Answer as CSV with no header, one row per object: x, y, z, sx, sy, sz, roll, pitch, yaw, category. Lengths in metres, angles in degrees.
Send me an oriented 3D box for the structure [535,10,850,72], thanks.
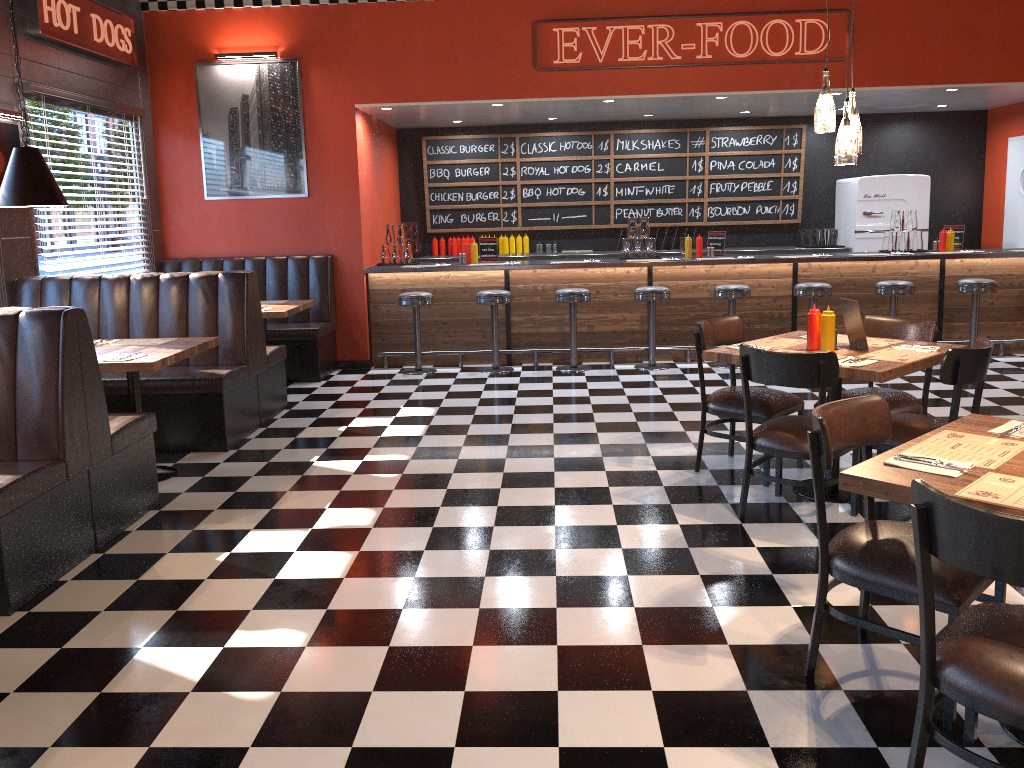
1.659,-3.178,8.223,2.874,0.436,0.123,-1,9,3,structure

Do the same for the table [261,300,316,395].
-2.638,-0.278,7.671,1.691,0.769,0.963,-1,10,3,table

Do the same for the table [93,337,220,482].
-2.738,0.185,5.326,1.691,0.769,0.963,-1,10,3,table

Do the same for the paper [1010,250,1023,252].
5.072,-1.301,8.632,0.365,0.001,0.263,1,11,13,paper

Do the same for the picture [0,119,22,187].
-3.579,-1.600,6.299,0.012,0.533,0.353,-1,9,3,picture

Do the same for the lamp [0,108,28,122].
-3.553,-1.898,6.255,0.081,0.056,0.337,-1,11,3,lamp

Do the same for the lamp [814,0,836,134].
1.583,-2.259,4.418,0.108,1.952,0.109,-2,9,-6,lamp

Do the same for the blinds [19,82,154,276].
-3.510,-1.588,7.517,0.099,1.623,1.883,-1,10,3,blinds

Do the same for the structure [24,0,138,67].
-3.711,-2.006,2.504,0.120,0.435,11.346,-1,11,3,structure

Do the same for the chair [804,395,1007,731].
1.237,0.515,2.841,0.546,0.861,0.488,8,13,44,chair

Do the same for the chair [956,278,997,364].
4.341,-0.598,8.314,0.348,0.769,0.351,0,9,8,chair

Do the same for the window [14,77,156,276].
-3.586,-1.566,7.521,0.127,1.702,2.042,-1,10,3,window

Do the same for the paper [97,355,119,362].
-2.423,-0.138,4.932,0.365,0.001,0.263,-1,11,5,paper

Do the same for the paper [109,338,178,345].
-2.330,-0.265,5.565,0.365,0.001,0.263,-1,11,5,paper

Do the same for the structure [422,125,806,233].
1.205,-2.458,10.682,4.542,1.139,0.201,-1,9,3,structure

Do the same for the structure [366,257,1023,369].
2.069,-0.650,8.683,7.039,1.033,0.217,-1,9,3,structure

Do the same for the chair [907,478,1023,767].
1.252,0.653,2.134,0.546,0.861,0.488,-10,12,-42,chair

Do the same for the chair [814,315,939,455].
2.053,0.075,4.967,0.546,0.861,0.488,-7,11,-30,chair

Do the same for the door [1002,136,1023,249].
5.590,-1.603,9.638,0.161,2.164,1.034,-1,9,3,door

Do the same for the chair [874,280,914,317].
3.590,-0.584,8.348,0.348,0.769,0.351,-1,9,3,chair

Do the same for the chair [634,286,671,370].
1.337,-0.542,8.451,0.349,0.769,0.350,7,12,42,chair

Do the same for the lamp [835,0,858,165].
1.639,-2.060,4.278,0.109,1.952,0.109,-9,11,-40,lamp

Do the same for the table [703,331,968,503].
1.684,0.194,4.654,0.964,0.769,0.960,-11,14,-41,table

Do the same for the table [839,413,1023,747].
1.607,0.615,2.517,0.960,0.769,0.963,-11,14,-41,table

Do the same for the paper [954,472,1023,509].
1.356,0.286,2.235,0.262,0.001,0.366,-12,15,-43,paper

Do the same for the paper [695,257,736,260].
2.010,-1.239,8.750,0.365,0.001,0.263,-1,11,4,paper

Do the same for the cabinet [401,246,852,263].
1.273,-1.085,10.650,5.284,0.992,0.680,-1,9,3,cabinet

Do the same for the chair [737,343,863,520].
1.388,0.227,4.286,0.487,0.861,0.547,7,12,41,chair

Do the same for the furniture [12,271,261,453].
-2.716,-0.164,6.121,1.709,1.146,0.711,-1,9,3,furniture

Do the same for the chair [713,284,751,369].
2.088,-0.556,8.417,0.350,0.769,0.349,-10,12,-42,chair

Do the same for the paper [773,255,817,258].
2.790,-1.253,8.709,0.365,0.001,0.263,-2,11,-1,paper

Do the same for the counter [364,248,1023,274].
2.067,-1.245,8.907,7.039,0.050,0.680,-1,11,3,counter

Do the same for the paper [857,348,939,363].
1.890,-0.142,4.341,0.367,0.001,0.262,-12,15,-41,paper

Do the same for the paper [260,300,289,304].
-2.204,-0.730,7.919,0.365,0.001,0.263,-2,11,-2,paper

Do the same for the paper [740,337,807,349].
1.434,-0.225,4.828,0.367,0.001,0.262,-11,15,-41,paper

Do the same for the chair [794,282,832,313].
2.839,-0.570,8.382,0.350,0.769,0.349,-10,12,-42,chair

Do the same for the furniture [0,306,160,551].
-2.787,0.164,4.459,1.709,1.146,0.711,-1,9,3,furniture

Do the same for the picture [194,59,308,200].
-2.517,-2.454,8.567,1.023,1.292,0.016,-1,9,3,picture

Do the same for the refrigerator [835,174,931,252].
4.304,-1.518,10.353,0.802,1.791,0.855,-1,9,3,refrigerator

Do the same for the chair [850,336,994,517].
1.993,0.213,4.272,0.546,0.861,0.488,7,13,42,chair

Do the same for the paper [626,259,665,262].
1.322,-1.227,8.788,0.365,0.001,0.263,-1,11,4,paper

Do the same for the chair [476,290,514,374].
-0.164,-0.513,8.520,0.349,0.769,0.350,-8,11,-37,chair

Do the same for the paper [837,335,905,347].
1.897,-0.235,4.814,0.262,0.001,0.367,-11,14,-39,paper

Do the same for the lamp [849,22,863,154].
1.701,-2.140,4.373,0.108,1.952,0.109,-3,9,-10,lamp

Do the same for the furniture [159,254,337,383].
-2.615,-0.631,8.490,1.709,1.146,0.711,-1,9,3,furniture

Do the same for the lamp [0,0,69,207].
-2.806,-2.032,4.979,0.383,2.030,0.383,-9,11,-38,lamp

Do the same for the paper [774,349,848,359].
1.426,-0.138,4.385,0.262,0.001,0.366,-12,15,-42,paper

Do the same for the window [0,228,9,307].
-3.687,-1.100,5.161,0.127,1.702,2.042,-1,10,3,window

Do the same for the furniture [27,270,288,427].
-2.686,-0.302,6.818,1.709,1.146,0.711,-1,9,3,furniture

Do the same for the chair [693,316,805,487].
1.338,0.069,5.100,0.546,0.861,0.488,7,13,42,chair

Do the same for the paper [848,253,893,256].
3.524,-1.273,8.710,0.365,0.001,0.263,-1,11,4,paper

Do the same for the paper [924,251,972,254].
4.271,-1.286,8.669,0.365,0.001,0.263,-1,11,3,paper

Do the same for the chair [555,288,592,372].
0.587,-0.528,8.486,0.349,0.769,0.350,-8,11,-37,chair

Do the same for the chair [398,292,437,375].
-0.915,-0.499,8.555,0.350,0.769,0.349,-10,12,-42,chair

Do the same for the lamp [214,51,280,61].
-2.520,-3.120,8.434,0.610,0.056,0.082,-1,10,3,lamp

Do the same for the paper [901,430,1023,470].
1.385,0.195,2.694,0.367,0.001,0.262,-12,15,-43,paper

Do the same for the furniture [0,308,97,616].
-2.817,0.302,3.762,1.709,1.146,0.711,-1,9,3,furniture
